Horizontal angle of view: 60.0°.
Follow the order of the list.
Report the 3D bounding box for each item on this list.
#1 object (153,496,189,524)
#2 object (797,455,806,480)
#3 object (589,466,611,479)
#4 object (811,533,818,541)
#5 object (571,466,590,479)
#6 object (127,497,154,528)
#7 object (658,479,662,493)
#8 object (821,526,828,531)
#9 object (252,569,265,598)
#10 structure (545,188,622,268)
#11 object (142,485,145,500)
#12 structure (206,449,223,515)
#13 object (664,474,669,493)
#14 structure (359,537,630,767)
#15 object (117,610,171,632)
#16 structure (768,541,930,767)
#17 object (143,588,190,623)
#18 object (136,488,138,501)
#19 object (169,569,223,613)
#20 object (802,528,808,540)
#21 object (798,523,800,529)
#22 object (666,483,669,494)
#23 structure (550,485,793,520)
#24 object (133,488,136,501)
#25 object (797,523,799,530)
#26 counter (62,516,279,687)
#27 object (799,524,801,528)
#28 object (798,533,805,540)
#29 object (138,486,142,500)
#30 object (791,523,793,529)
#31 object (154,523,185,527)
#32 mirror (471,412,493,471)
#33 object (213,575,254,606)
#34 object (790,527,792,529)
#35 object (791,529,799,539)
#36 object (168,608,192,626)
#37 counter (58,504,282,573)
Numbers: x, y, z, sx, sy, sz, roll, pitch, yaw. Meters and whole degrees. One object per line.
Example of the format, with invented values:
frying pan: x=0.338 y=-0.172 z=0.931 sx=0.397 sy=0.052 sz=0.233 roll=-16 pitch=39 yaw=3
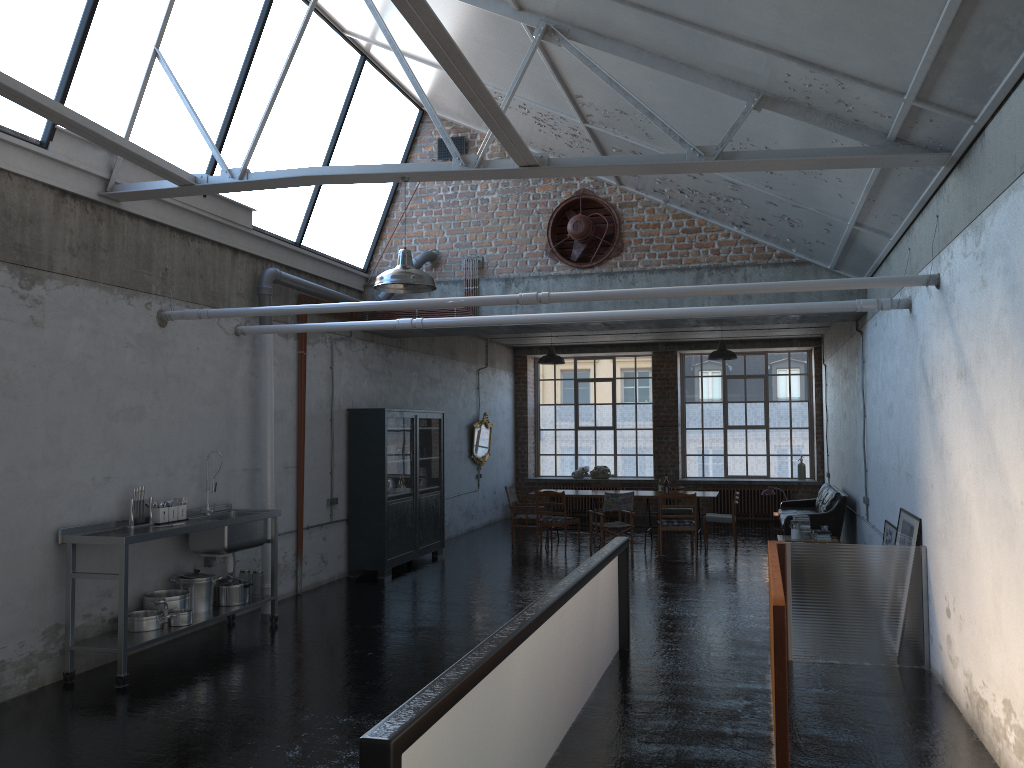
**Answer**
object: x=-3.226 y=1.180 z=8.328 sx=0.166 sy=0.234 sz=0.454 roll=-1 pitch=-3 yaw=17
object: x=6.314 y=1.821 z=19.336 sx=0.172 sy=0.551 sz=0.172 roll=1 pitch=-3 yaw=-30
object: x=2.011 y=2.029 z=20.415 sx=0.418 sy=0.305 sz=0.625 roll=0 pitch=-3 yaw=-11
object: x=4.115 y=2.082 z=12.075 sx=0.092 sy=0.099 sz=0.092 roll=0 pitch=-3 yaw=-7
object: x=1.595 y=2.052 z=20.595 sx=0.281 sy=0.281 sz=0.575 roll=-3 pitch=-4 yaw=42
object: x=-3.329 y=1.154 z=7.963 sx=0.067 sy=0.260 sz=0.322 roll=-1 pitch=-3 yaw=15
object: x=2.490 y=1.719 z=14.912 sx=0.070 sy=0.235 sz=0.041 roll=-1 pitch=-3 yaw=15
object: x=4.318 y=1.995 z=12.253 sx=0.103 sy=0.068 sz=0.103 roll=0 pitch=-3 yaw=-12
object: x=-2.628 y=2.060 z=9.186 sx=0.130 sy=0.285 sz=0.130 roll=0 pitch=-3 yaw=1
structure: x=0.984 y=-2.116 z=12.119 sx=1.058 sy=1.096 sz=0.808 roll=-1 pitch=-3 yaw=15
object: x=-3.325 y=0.980 z=7.994 sx=0.022 sy=0.132 sz=0.033 roll=-1 pitch=-3 yaw=11
structure: x=-3.007 y=0.995 z=8.979 sx=0.210 sy=0.661 sz=0.039 roll=-1 pitch=-3 yaw=15
object: x=2.597 y=1.677 z=14.926 sx=0.075 sy=0.324 sz=0.075 roll=-3 pitch=-4 yaw=41
structure: x=0.291 y=1.896 z=5.517 sx=0.119 sy=1.221 sz=5.500 roll=-1 pitch=-3 yaw=15
object: x=-3.223 y=2.075 z=7.766 sx=0.404 sy=0.124 sz=0.323 roll=-3 pitch=-4 yaw=42
structure: x=2.486 y=1.916 z=6.234 sx=1.272 sy=1.221 sz=2.942 roll=-1 pitch=-3 yaw=15
object: x=-3.178 y=2.043 z=8.155 sx=0.403 sy=0.231 sz=0.505 roll=-2 pitch=-3 yaw=27
object: x=-3.346 y=0.985 z=7.914 sx=0.019 sy=0.114 sz=0.027 roll=-1 pitch=-3 yaw=11
object: x=-3.043 y=1.984 z=8.547 sx=0.346 sy=0.394 sz=0.392 roll=-3 pitch=-4 yaw=40
object: x=4.033 y=2.062 z=12.207 sx=0.087 sy=0.155 sz=0.087 roll=0 pitch=-3 yaw=-12
object: x=3.960 y=2.011 z=12.264 sx=0.052 sy=0.185 sz=0.009 roll=-1 pitch=-3 yaw=17
object: x=2.592 y=1.743 z=14.792 sx=0.051 sy=0.180 sz=0.097 roll=0 pitch=-3 yaw=-13
structure: x=3.455 y=2.615 z=19.607 sx=5.349 sy=0.713 sz=0.232 roll=-1 pitch=-3 yaw=15
object: x=-3.356 y=0.983 z=7.880 sx=0.019 sy=0.114 sz=0.027 roll=-1 pitch=-3 yaw=11
object: x=3.951 y=2.031 z=12.284 sx=0.037 sy=0.204 sz=0.023 roll=2 pitch=-3 yaw=-35
counter: x=-3.026 y=1.873 z=8.205 sx=0.589 sy=1.160 sz=2.374 roll=-1 pitch=-3 yaw=15
object: x=3.956 y=2.019 z=12.251 sx=0.062 sy=0.169 sz=0.009 roll=-1 pitch=-3 yaw=15
object: x=3.958 y=2.086 z=12.118 sx=0.092 sy=0.099 sz=0.092 roll=0 pitch=-3 yaw=-7
object: x=-3.336 y=0.978 z=7.953 sx=0.022 sy=0.132 sz=0.033 roll=-1 pitch=-3 yaw=11
object: x=3.889 y=2.032 z=12.294 sx=0.023 sy=0.202 sz=0.046 roll=2 pitch=-4 yaw=-38
object: x=-3.082 y=1.270 z=7.956 sx=0.045 sy=0.022 sz=0.327 roll=-2 pitch=-3 yaw=35
mirror: x=-0.588 y=1.162 z=17.970 sx=0.172 sy=1.182 sz=1.339 roll=-1 pitch=-3 yaw=15
object: x=-2.814 y=2.055 z=8.873 sx=0.367 sy=0.278 sz=0.395 roll=1 pitch=-3 yaw=-32
object: x=3.899 y=2.040 z=12.276 sx=0.137 sy=0.190 sz=0.009 roll=-1 pitch=-3 yaw=19
object: x=3.915 y=2.075 z=12.256 sx=0.110 sy=0.137 sz=0.110 roll=-1 pitch=-3 yaw=15
object: x=-2.956 y=2.081 z=7.904 sx=0.202 sy=0.115 sz=0.253 roll=-3 pitch=-4 yaw=42
counter: x=-3.037 y=1.539 z=8.224 sx=0.625 sy=0.644 sz=2.435 roll=-1 pitch=-3 yaw=15
